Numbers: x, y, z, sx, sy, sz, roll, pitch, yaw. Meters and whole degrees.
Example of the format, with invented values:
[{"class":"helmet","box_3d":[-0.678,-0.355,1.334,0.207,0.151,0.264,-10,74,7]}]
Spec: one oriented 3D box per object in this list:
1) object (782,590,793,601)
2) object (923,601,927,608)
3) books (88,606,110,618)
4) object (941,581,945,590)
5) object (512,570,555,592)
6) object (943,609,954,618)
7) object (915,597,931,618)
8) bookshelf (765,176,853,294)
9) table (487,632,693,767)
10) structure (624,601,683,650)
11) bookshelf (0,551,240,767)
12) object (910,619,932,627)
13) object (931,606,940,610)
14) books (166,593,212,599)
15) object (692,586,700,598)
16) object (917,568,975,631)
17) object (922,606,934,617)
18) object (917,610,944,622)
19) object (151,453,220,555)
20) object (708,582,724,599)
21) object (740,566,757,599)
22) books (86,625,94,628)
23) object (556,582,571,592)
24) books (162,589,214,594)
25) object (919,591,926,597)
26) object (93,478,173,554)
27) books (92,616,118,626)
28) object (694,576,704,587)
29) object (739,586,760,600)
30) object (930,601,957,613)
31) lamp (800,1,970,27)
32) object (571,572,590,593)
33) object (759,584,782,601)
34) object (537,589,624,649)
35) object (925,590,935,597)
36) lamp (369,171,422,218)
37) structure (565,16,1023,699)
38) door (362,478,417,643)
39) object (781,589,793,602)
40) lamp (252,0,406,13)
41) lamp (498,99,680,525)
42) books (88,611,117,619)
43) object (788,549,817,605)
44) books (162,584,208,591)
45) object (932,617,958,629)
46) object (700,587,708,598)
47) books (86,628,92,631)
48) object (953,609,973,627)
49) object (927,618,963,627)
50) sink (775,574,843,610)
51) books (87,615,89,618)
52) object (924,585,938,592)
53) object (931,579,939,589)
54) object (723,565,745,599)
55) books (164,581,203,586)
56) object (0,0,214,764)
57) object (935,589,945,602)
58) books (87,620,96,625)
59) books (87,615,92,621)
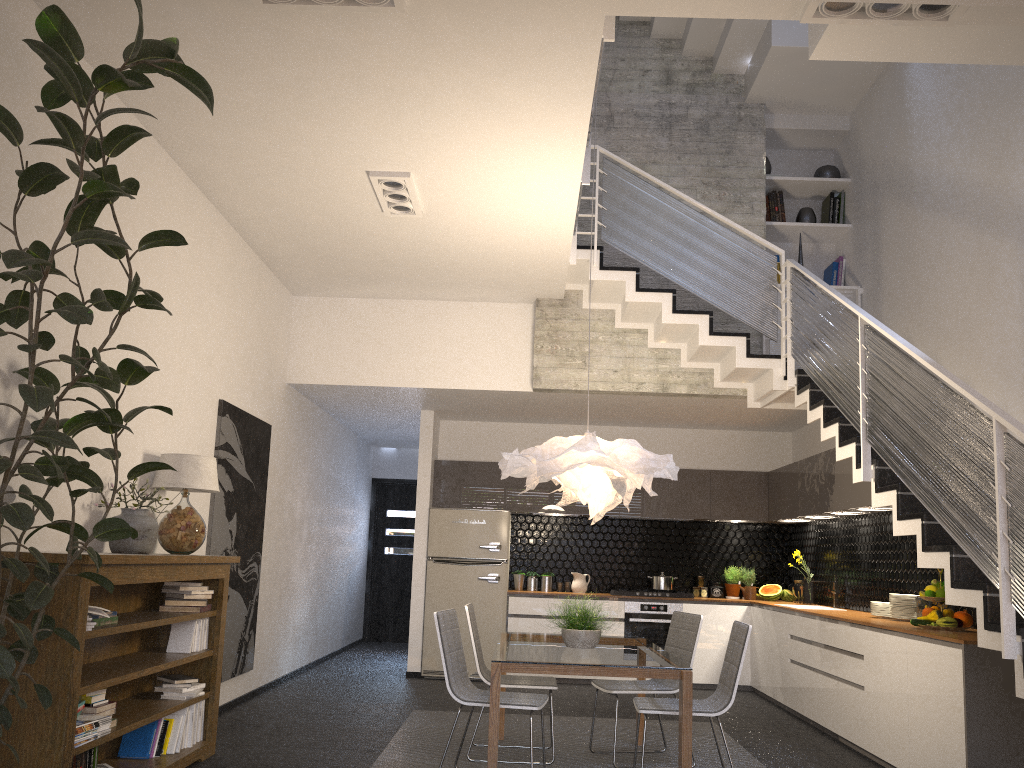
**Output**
[{"class":"object","box_3d":[2.933,2.256,9.461,0.132,0.118,0.205,-2,-11,21]},{"class":"object","box_3d":[2.660,1.434,5.592,0.126,0.119,0.061,-4,-11,33]},{"class":"books","box_3d":[-1.996,0.992,3.929,0.323,0.108,0.275,-6,-13,35]},{"class":"object","box_3d":[2.688,1.254,5.500,0.067,0.100,0.213,0,-11,16]},{"class":"object","box_3d":[0.223,2.119,9.536,0.482,0.219,0.174,3,-9,-2]},{"class":"object","box_3d":[2.710,1.441,5.507,0.088,0.078,0.089,-5,-12,36]},{"class":"object","box_3d":[2.861,1.553,6.076,0.173,0.183,0.173,10,-12,-39]},{"class":"bookshelf","box_3d":[2.656,-1.346,8.406,0.973,1.098,0.446,2,-9,1]},{"class":"table","box_3d":[0.395,1.918,5.227,0.997,0.708,1.816,2,-11,1]},{"class":"structure","box_3d":[1.434,2.558,9.205,0.587,0.584,0.589,2,-10,1]},{"class":"bookshelf","box_3d":[-1.946,1.448,4.464,0.451,1.162,1.936,2,-10,1]},{"class":"object","box_3d":[2.567,1.474,5.465,0.239,0.048,0.062,6,-11,-18]},{"class":"object","box_3d":[2.648,1.422,5.568,0.059,0.055,0.128,2,-11,2]},{"class":"books","box_3d":[-1.918,1.254,5.253,0.226,0.029,0.180,-8,-15,42]},{"class":"object","box_3d":[1.978,2.238,9.526,0.083,0.112,0.083,2,-9,1]},{"class":"object","box_3d":[2.658,1.306,5.483,0.352,0.422,0.355,3,-9,-5]},{"class":"object","box_3d":[2.593,1.424,5.496,0.087,0.092,0.086,1,-10,6]},{"class":"object","box_3d":[2.580,1.428,5.465,0.154,0.076,0.079,-6,-12,36]},{"class":"object","box_3d":[-1.945,0.719,5.258,0.390,0.577,0.391,7,-10,-29]},{"class":"object","box_3d":[2.189,2.213,9.516,0.141,0.172,0.142,2,-9,1]},{"class":"object","box_3d":[2.525,2.111,9.464,0.169,0.376,0.185,-5,-11,38]},{"class":"books","box_3d":[-1.981,1.050,3.877,0.253,0.011,0.320,8,-13,-29]},{"class":"object","box_3d":[0.557,2.191,9.559,0.160,0.110,0.078,1,-9,6]},{"class":"books","box_3d":[-1.924,1.230,5.253,0.244,0.019,0.176,-3,-12,26]},{"class":"object","box_3d":[2.554,1.307,5.498,0.048,0.041,0.045,10,-12,-37]},{"class":"object","box_3d":[-1.981,0.680,4.633,0.386,0.409,0.277,6,-10,-20]},{"class":"books","box_3d":[-1.964,1.091,4.083,0.179,0.033,0.245,1,-11,4]},{"class":"object","box_3d":[2.016,2.127,9.529,0.083,0.112,0.083,5,-10,-19]},{"class":"object","box_3d":[2.512,2.207,9.337,0.210,0.139,0.125,-5,-12,35]},{"class":"object","box_3d":[2.875,1.518,5.896,0.172,0.183,0.173,6,-10,-21]},{"class":"lamp","box_3d":[1.542,-1.577,3.630,0.645,0.065,0.255,2,-11,1]},{"class":"object","box_3d":[0.735,2.141,9.529,0.190,0.213,0.173,0,-10,14]},{"class":"object","box_3d":[2.701,2.178,9.251,0.236,0.173,0.219,-4,-12,30]},{"class":"object","box_3d":[0.400,1.401,5.290,0.531,0.364,0.673,3,-11,-3]},{"class":"object","box_3d":[2.571,1.295,5.446,0.060,0.054,0.059,-5,-12,35]},{"class":"lamp","box_3d":[-0.746,-1.242,5.767,0.253,0.065,0.651,2,-11,1]},{"class":"structure","box_3d":[1.024,-1.600,6.727,4.234,8.241,8.534,2,-10,1]},{"class":"door","box_3d":[-1.493,2.504,12.547,1.108,2.297,0.161,2,-8,1]},{"class":"object","box_3d":[2.914,2.218,9.288,0.149,0.126,0.225,-6,-14,41]},{"class":"lamp","box_3d":[-0.778,-1.657,3.677,0.645,0.065,0.255,2,-11,1]},{"class":"lamp","box_3d":[0.538,-1.707,5.734,1.117,5.171,1.070,0,-9,12]},{"class":"books","box_3d":[-1.958,1.062,4.078,0.166,0.023,0.229,1,-11,5]},{"class":"object","box_3d":[2.919,1.927,8.852,0.257,0.538,0.430,-2,-10,25]},{"class":"books","box_3d":[-1.935,1.204,5.239,0.176,0.023,0.244,13,-15,-43]},{"class":"object","box_3d":[2.614,1.442,5.354,0.152,0.072,0.077,-6,-13,39]},{"class":"object","box_3d":[2.065,2.240,9.520,0.083,0.112,0.083,0,-9,11]},{"class":"books","box_3d":[-1.976,1.059,3.867,0.253,0.011,0.320,7,-12,-25]},{"class":"object","box_3d":[2.777,1.444,5.453,0.112,0.110,0.113,6,-11,-22]},{"class":"object","box_3d":[2.643,1.465,5.402,0.229,0.075,0.070,4,-10,-8]},{"class":"sink","box_3d":[2.729,1.951,8.063,0.489,0.445,0.730,2,-10,1]},{"class":"books","box_3d":[-1.988,1.002,3.855,0.253,0.011,0.320,8,-13,-27]},{"class":"object","box_3d":[2.612,1.282,5.509,0.068,0.057,0.071,2,-10,1]},{"class":"object","box_3d":[2.640,1.261,5.531,0.056,0.081,0.182,-3,-12,30]},{"class":"object","box_3d":[2.384,2.122,9.484,0.245,0.351,0.236,1,-9,5]},{"class":"books","box_3d":[-1.942,1.182,5.241,0.205,0.022,0.156,5,-11,-14]},{"class":"object","box_3d":[-1.671,0.184,3.180,0.909,3.174,2.025,5,-10,-21]},{"class":"object","box_3d":[2.642,1.296,5.421,0.101,0.078,0.096,3,-10,-3]},{"class":"books","box_3d":[-1.989,1.042,3.895,0.253,0.011,0.320,9,-13,-31]},{"class":"books","box_3d":[-1.981,1.016,3.870,0.253,0.011,0.320,8,-13,-27]}]
